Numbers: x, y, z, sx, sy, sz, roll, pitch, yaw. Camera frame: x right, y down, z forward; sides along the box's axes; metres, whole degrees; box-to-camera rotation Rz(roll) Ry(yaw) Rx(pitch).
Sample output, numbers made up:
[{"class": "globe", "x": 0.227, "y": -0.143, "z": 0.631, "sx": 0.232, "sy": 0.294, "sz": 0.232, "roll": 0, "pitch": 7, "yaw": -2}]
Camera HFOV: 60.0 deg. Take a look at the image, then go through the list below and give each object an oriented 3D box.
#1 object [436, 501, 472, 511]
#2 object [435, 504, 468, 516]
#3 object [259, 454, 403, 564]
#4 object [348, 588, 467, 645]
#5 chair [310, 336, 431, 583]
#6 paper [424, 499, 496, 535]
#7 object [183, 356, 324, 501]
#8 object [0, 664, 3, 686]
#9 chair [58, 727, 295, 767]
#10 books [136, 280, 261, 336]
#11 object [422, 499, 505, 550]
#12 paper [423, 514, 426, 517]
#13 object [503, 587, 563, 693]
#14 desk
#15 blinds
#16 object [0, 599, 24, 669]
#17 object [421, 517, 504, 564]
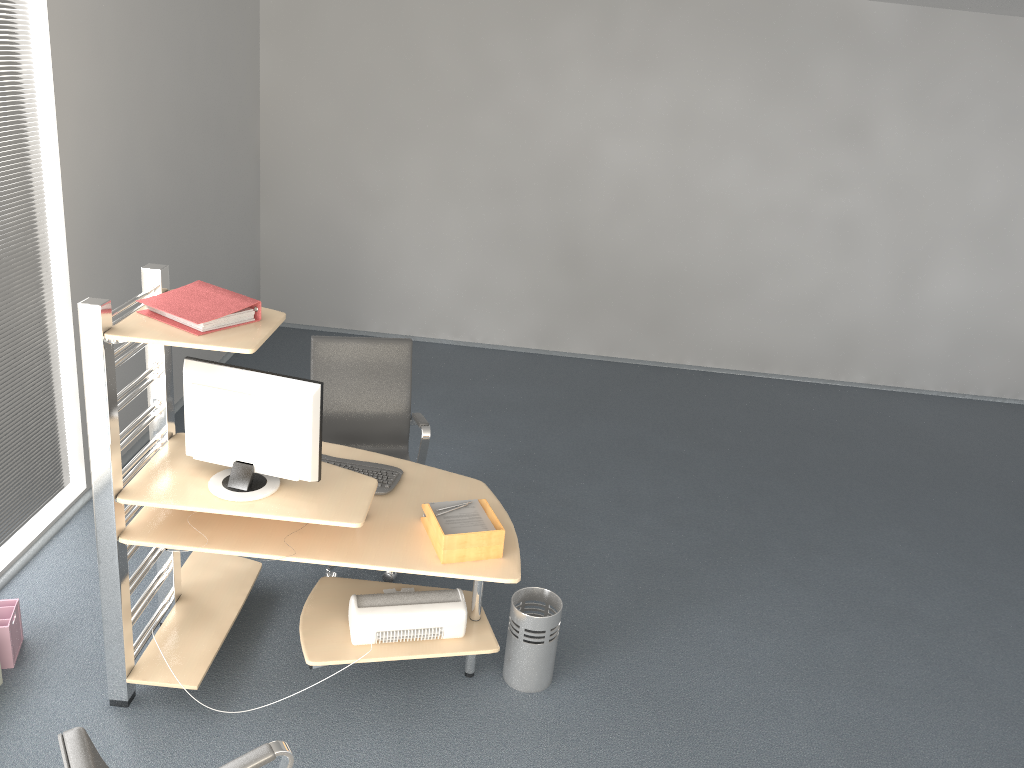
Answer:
[{"class": "object", "x": -0.216, "y": 0.458, "z": 3.334, "sx": 0.159, "sy": 0.009, "sz": 0.008, "roll": -9, "pitch": 26, "yaw": -34}, {"class": "object", "x": -0.223, "y": 0.468, "z": 3.306, "sx": 0.159, "sy": 0.009, "sz": 0.008, "roll": -14, "pitch": 29, "yaw": -42}, {"class": "object", "x": -0.742, "y": 0.476, "z": 3.391, "sx": 0.478, "sy": 0.082, "sz": 0.814, "roll": 9, "pitch": 21, "yaw": 7}, {"class": "object", "x": -0.422, "y": 0.854, "z": 3.498, "sx": 0.438, "sy": 0.162, "sz": 0.351, "roll": 0, "pitch": 22, "yaw": -15}, {"class": "chair", "x": -0.714, "y": 0.373, "z": 4.213, "sx": 0.584, "sy": 1.048, "sz": 0.652, "roll": 1, "pitch": 22, "yaw": -13}, {"class": "paper", "x": -0.184, "y": 0.504, "z": 3.248, "sx": 0.210, "sy": 0.010, "sz": 0.297, "roll": -2, "pitch": 22, "yaw": -20}, {"class": "object", "x": -0.942, "y": 0.163, "z": 3.090, "sx": 0.516, "sy": 0.418, "sz": 0.245, "roll": 14, "pitch": 22, "yaw": 20}, {"class": "object", "x": -2.047, "y": 1.069, "z": 3.247, "sx": 0.245, "sy": 0.202, "sz": 0.185, "roll": 6, "pitch": 21, "yaw": 0}, {"class": "chair", "x": -0.584, "y": 1.246, "z": 1.996, "sx": 0.652, "sy": 1.048, "sz": 0.584, "roll": -8, "pitch": 25, "yaw": -32}, {"class": "books", "x": -1.063, "y": -0.264, "z": 3.013, "sx": 0.320, "sy": 0.072, "sz": 0.262, "roll": 19, "pitch": 24, "yaw": 29}, {"class": "object", "x": -0.182, "y": 0.489, "z": 3.241, "sx": 0.225, "sy": 0.060, "sz": 0.309, "roll": -2, "pitch": 22, "yaw": -20}, {"class": "paper", "x": -0.189, "y": 0.552, "z": 3.266, "sx": 0.210, "sy": 0.019, "sz": 0.297, "roll": -2, "pitch": 22, "yaw": -20}, {"class": "object", "x": 0.082, "y": 1.052, "z": 3.639, "sx": 0.208, "sy": 0.377, "sz": 0.208, "roll": -15, "pitch": 29, "yaw": -43}, {"class": "desk", "x": -0.681, "y": 0.383, "z": 3.479, "sx": 1.469, "sy": 1.566, "sz": 0.967, "roll": 6, "pitch": 21, "yaw": 0}, {"class": "blinds", "x": -2.201, "y": -0.425, "z": 3.214, "sx": 0.022, "sy": 2.770, "sz": 1.950, "roll": 6, "pitch": 21, "yaw": 0}, {"class": "object", "x": -2.067, "y": 0.985, "z": 3.457, "sx": 0.245, "sy": 0.202, "sz": 0.185, "roll": -1, "pitch": 22, "yaw": -17}, {"class": "object", "x": -0.188, "y": 0.541, "z": 3.261, "sx": 0.225, "sy": 0.060, "sz": 0.309, "roll": -2, "pitch": 22, "yaw": -20}]
